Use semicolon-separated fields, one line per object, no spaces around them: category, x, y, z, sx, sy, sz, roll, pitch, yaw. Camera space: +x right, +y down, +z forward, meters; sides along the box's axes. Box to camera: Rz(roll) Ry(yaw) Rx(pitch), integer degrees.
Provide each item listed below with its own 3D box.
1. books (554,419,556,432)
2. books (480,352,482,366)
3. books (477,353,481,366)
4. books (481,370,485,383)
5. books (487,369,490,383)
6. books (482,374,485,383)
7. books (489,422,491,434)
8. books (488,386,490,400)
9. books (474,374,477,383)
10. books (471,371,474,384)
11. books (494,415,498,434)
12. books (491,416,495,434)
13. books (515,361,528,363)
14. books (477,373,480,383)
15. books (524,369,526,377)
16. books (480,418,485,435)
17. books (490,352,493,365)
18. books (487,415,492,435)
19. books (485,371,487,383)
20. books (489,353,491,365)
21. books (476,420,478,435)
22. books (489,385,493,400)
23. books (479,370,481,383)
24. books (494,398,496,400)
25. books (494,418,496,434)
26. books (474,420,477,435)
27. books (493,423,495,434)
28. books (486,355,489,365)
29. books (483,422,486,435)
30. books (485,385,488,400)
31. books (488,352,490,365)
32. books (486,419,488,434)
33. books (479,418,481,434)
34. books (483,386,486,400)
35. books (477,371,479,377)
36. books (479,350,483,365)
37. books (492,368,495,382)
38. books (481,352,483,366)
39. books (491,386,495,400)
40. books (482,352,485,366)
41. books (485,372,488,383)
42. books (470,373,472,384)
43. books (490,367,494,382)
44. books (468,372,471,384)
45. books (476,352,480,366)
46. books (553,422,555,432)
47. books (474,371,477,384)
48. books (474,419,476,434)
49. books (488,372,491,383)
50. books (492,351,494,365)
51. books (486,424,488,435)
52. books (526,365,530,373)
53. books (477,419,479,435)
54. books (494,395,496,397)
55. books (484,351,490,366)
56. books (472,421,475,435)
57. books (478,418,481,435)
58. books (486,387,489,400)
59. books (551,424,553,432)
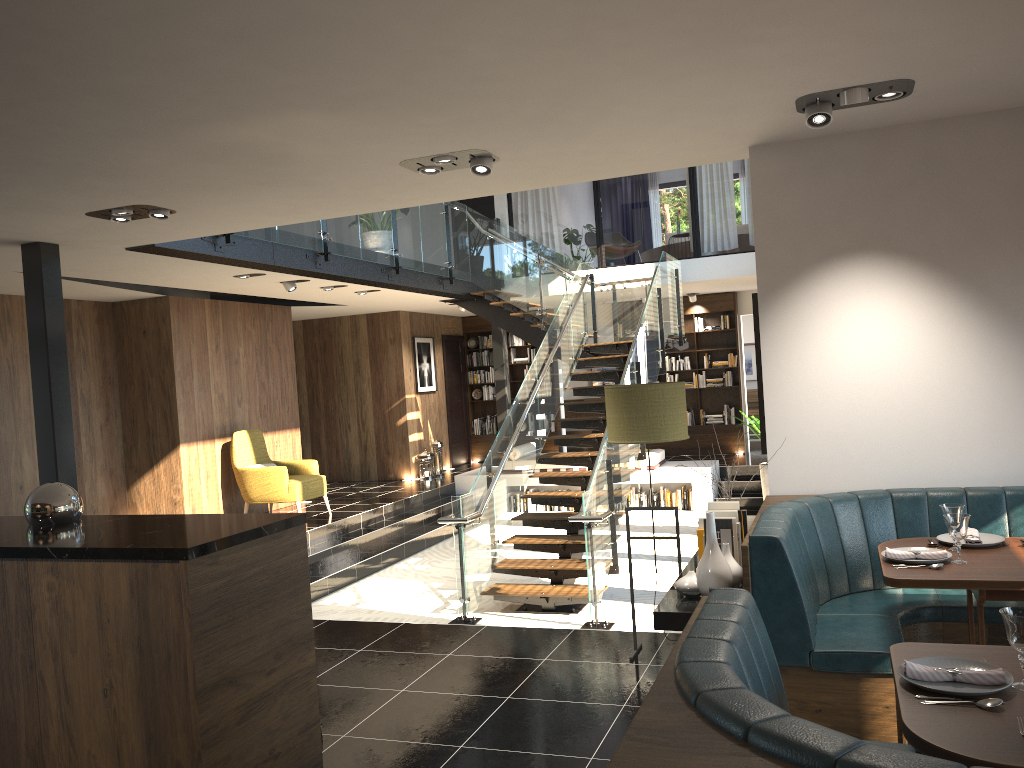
books;0.799;0.723;15.901;0.029;0.247;0.139;-3;1;20
books;-0.538;-0.462;16.343;0.018;0.256;0.172;-3;1;20
books;-0.588;-0.452;16.332;0.039;0.243;0.179;-3;1;20
books;-0.527;-0.137;16.345;0.026;0.237;0.164;-3;1;20
books;-0.413;-0.148;16.316;0.020;0.243;0.154;-3;1;20
books;-0.497;-0.104;16.349;0.026;0.167;0.173;-3;1;20
books;-0.370;0.809;16.354;0.034;0.223;0.208;-3;1;20
books;-0.403;0.159;16.326;0.024;0.265;0.147;-3;1;20
books;-0.650;-0.096;16.413;0.037;0.169;0.148;-3;1;20
books;-0.706;-0.125;16.403;0.022;0.235;0.194;-3;1;20
books;-0.260;0.736;16.264;0.019;0.357;0.234;-3;1;20
books;-0.323;0.757;16.312;0.016;0.322;0.218;-3;1;20
books;0.200;-0.401;16.126;0.239;0.033;0.176;-4;1;17
books;-0.586;-0.105;16.374;0.035;0.180;0.164;-3;1;20
books;0.267;-0.174;16.057;0.033;0.211;0.132;-3;1;20
books;-0.532;0.779;16.412;0.020;0.304;0.189;-3;1;20
books;-0.353;-0.467;16.281;0.024;0.242;0.144;-3;1;20
books;-0.410;0.753;16.325;0.016;0.341;0.217;-3;1;20
books;-0.459;-0.132;16.342;0.053;0.216;0.151;-3;1;20
books;-0.372;-0.459;16.283;0.014;0.230;0.172;-3;1;20
books;-0.606;0.801;16.413;0.022;0.269;0.215;-3;1;20
books;-0.380;0.151;16.309;0.032;0.279;0.133;-3;1;20
books;-0.549;-0.135;16.375;0.036;0.235;0.169;-3;1;20
books;-0.186;0.262;16.251;0.262;0.032;0.154;-4;1;22
books;-0.271;0.763;16.294;0.027;0.304;0.204;-3;1;20
books;-0.646;0.797;16.442;0.014;0.282;0.232;-3;1;20
books;-0.289;0.812;16.324;0.033;0.208;0.192;-3;1;20
books;-0.423;-0.435;16.278;0.025;0.188;0.181;-3;1;20
books;-0.487;0.820;16.370;0.021;0.217;0.220;-3;1;20
books;-0.460;0.158;16.326;0.018;0.275;0.144;-3;1;20
books;-0.388;-0.463;16.302;0.028;0.240;0.148;-3;1;20
books;-0.418;0.783;16.348;0.017;0.282;0.232;-3;1;20
books;-0.548;0.781;16.425;0.018;0.302;0.195;-3;1;20
books;-0.484;0.168;16.324;0.026;0.257;0.192;-3;1;20
books;-0.603;-0.132;16.409;0.019;0.236;0.139;-3;1;20
books;-0.554;-0.476;16.351;0.015;0.288;0.154;-3;1;20
books;-0.314;-0.162;16.269;0.021;0.260;0.197;-3;1;20
books;-0.527;-0.466;16.318;0.019;0.264;0.175;-3;1;20
books;-0.344;0.161;16.315;0.030;0.253;0.138;-3;1;20
books;-0.494;-0.464;16.334;0.032;0.255;0.160;-3;1;20
books;-0.438;-0.127;16.297;0.016;0.206;0.204;-3;1;20
books;-0.726;-0.102;16.443;0.045;0.192;0.164;-3;1;20
books;-0.352;-0.172;16.280;0.018;0.284;0.198;-3;1;20
books;-0.760;-0.116;16.461;0.030;0.224;0.165;-3;1;20
books;-0.613;-0.459;16.362;0.027;0.261;0.181;-3;1;20
books;0.766;0.696;15.901;0.029;0.306;0.149;-3;1;20
books;-0.671;-0.126;16.440;0.018;0.232;0.123;-3;1;20
books;-0.657;0.795;16.480;0.032;0.288;0.179;-3;1;20
books;-0.394;-0.124;16.297;0.025;0.194;0.172;-3;1;20
books;-0.329;-0.479;16.277;0.025;0.263;0.147;-3;1;20
books;-0.432;0.814;16.367;0.026;0.222;0.209;-3;1;20
books;0.304;-0.207;16.015;0.019;0.272;0.175;-3;1;20
books;-0.587;0.783;16.410;0.016;0.304;0.217;-3;1;20
books;-0.188;0.208;16.252;0.244;0.033;0.142;-4;1;16
books;-0.448;-0.476;16.298;0.033;0.273;0.189;-3;1;20
books;-0.688;0.810;16.485;0.032;0.262;0.194;-3;1;20
books;-0.575;0.781;16.399;0.015;0.306;0.222;-3;1;20
books;-0.427;0.171;16.342;0.032;0.245;0.120;-3;1;20
books;0.739;0.693;15.918;0.035;0.315;0.168;-3;1;20
